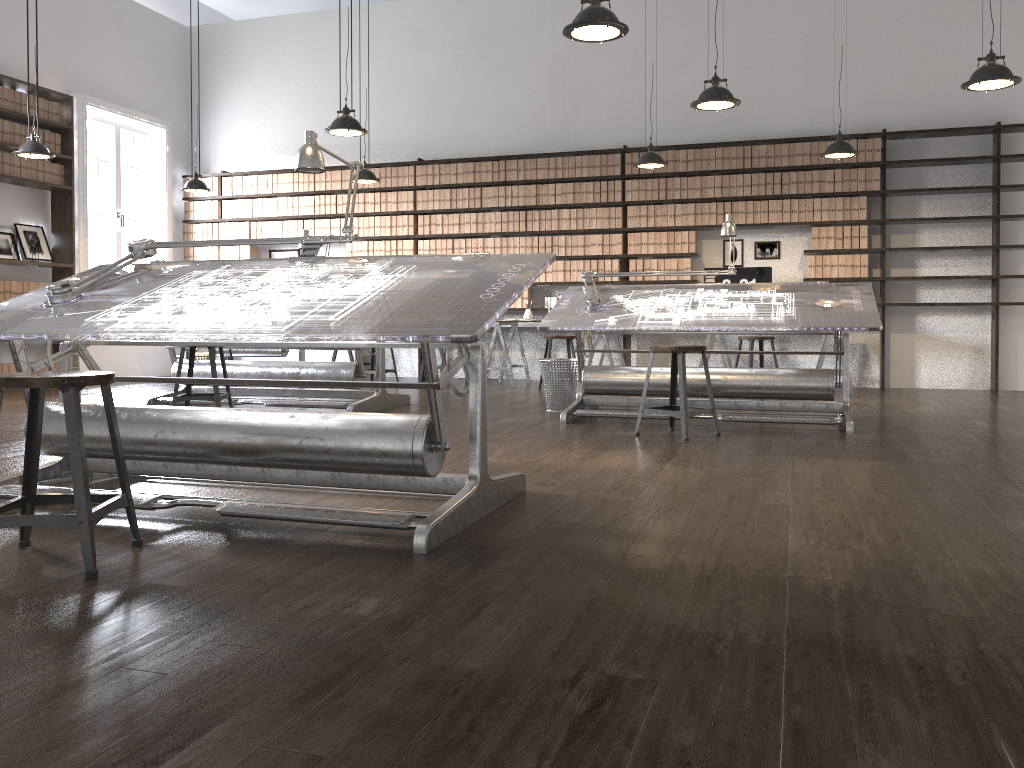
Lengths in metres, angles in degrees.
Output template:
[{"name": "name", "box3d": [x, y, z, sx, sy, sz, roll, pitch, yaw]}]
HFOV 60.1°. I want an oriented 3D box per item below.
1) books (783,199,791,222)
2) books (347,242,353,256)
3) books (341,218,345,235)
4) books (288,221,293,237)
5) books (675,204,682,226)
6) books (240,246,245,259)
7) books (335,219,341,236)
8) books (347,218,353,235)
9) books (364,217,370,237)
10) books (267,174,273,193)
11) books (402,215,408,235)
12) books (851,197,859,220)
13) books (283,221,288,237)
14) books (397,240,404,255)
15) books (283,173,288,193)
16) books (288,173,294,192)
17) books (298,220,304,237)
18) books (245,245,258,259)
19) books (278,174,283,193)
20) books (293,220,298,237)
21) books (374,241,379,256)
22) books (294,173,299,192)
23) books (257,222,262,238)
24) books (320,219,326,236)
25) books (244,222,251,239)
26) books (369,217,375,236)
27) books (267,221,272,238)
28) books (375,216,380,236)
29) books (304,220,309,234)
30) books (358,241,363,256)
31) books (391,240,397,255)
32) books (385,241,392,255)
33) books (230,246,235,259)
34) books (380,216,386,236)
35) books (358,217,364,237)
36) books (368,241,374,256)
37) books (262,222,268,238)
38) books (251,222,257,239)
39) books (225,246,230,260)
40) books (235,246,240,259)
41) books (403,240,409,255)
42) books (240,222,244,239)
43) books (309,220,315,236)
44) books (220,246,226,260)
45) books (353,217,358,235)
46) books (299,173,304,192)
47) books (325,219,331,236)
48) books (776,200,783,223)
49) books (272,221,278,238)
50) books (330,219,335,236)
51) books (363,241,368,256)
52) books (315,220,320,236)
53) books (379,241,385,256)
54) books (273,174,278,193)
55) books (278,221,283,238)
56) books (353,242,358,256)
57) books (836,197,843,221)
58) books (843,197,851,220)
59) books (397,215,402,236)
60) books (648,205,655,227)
[{"name": "books", "box3d": [2.713, -1.696, 8.738, 0.067, 0.225, 0.175, 0, 2, 18]}, {"name": "books", "box3d": [-1.833, -1.519, 10.209, 0.067, 0.225, 0.175, 0, 2, 18]}, {"name": "books", "box3d": [-1.905, -1.790, 10.227, 0.067, 0.225, 0.175, 0, 2, 18]}, {"name": "books", "box3d": [-2.567, -1.804, 10.443, 0.067, 0.225, 0.175, 0, 2, 18]}, {"name": "books", "box3d": [1.717, -1.718, 9.062, 0.067, 0.225, 0.175, 0, 2, 18]}, {"name": "books", "box3d": [-3.194, -1.548, 10.654, 0.067, 0.225, 0.175, 0, 2, 18]}, {"name": "books", "box3d": [-1.973, -1.791, 10.251, 0.067, 0.225, 0.175, 0, 2, 18]}, {"name": "books", "box3d": [-1.831, -1.795, 10.201, 0.067, 0.225, 0.175, 0, 2, 18]}, {"name": "books", "box3d": [-1.627, -1.791, 10.141, 0.067, 0.225, 0.175, 0, 2, 18]}, {"name": "books", "box3d": [-2.825, -2.361, 10.512, 0.067, 0.225, 0.175, 0, 2, 18]}, {"name": "books", "box3d": [-1.170, -1.781, 9.991, 0.067, 0.225, 0.175, 0, 2, 18]}, {"name": "books", "box3d": [3.307, -1.684, 8.553, 0.067, 0.225, 0.175, 0, 2, 18]}, {"name": "books", "box3d": [-2.629, -1.805, 10.458, 0.067, 0.225, 0.175, 0, 2, 18]}, {"name": "books", "box3d": [-1.230, -1.506, 10.020, 0.067, 0.225, 0.175, 0, 2, 18]}, {"name": "books", "box3d": [-2.625, -2.357, 10.450, 0.067, 0.225, 0.175, 0, 2, 18]}, {"name": "books", "box3d": [-2.557, -2.355, 10.424, 0.067, 0.225, 0.175, 0, 2, 18]}, {"name": "books", "box3d": [-2.436, -1.801, 10.398, 0.067, 0.225, 0.175, 0, 2, 18]}, {"name": "books", "box3d": [-3.128, -1.547, 10.630, 0.067, 0.225, 0.175, 0, 2, 18]}, {"name": "books", "box3d": [-2.690, -2.359, 10.475, 0.067, 0.225, 0.175, 0, 2, 18]}, {"name": "books", "box3d": [-2.504, -1.803, 10.426, 0.067, 0.225, 0.175, 0, 2, 18]}, {"name": "books", "box3d": [-1.507, -1.512, 10.109, 0.067, 0.225, 0.175, 0, 2, 18]}, {"name": "books", "box3d": [-2.488, -2.354, 10.402, 0.067, 0.225, 0.175, 0, 2, 18]}, {"name": "books", "box3d": [-2.966, -1.813, 10.569, 0.067, 0.225, 0.175, 0, 2, 18]}, {"name": "books", "box3d": [-2.160, -1.796, 10.314, 0.067, 0.225, 0.175, 0, 2, 18]}, {"name": "books", "box3d": [-3.130, -1.823, 10.620, 0.067, 0.225, 0.175, 0, 2, 18]}, {"name": "books", "box3d": [-1.562, -1.790, 10.116, 0.067, 0.225, 0.175, 0, 2, 18]}, {"name": "books", "box3d": [-2.831, -1.810, 10.531, 0.067, 0.225, 0.175, 0, 2, 18]}, {"name": "books", "box3d": [-1.492, -1.788, 10.096, 0.067, 0.225, 0.175, 0, 2, 18]}, {"name": "books", "box3d": [-2.362, -1.800, 10.380, 0.067, 0.225, 0.175, 0, 2, 18]}, {"name": "books", "box3d": [-1.703, -1.516, 10.171, 0.067, 0.225, 0.175, 0, 2, 18]}, {"name": "books", "box3d": [-1.302, -1.507, 10.038, 0.067, 0.225, 0.175, 0, 2, 18]}, {"name": "books", "box3d": [-1.372, -1.509, 10.066, 0.067, 0.225, 0.175, 0, 2, 18]}, {"name": "books", "box3d": [-3.325, -1.551, 10.693, 0.067, 0.225, 0.175, 0, 2, 18]}, {"name": "books", "box3d": [-1.432, -1.787, 10.078, 0.067, 0.225, 0.175, 0, 2, 18]}, {"name": "books", "box3d": [-1.693, -1.793, 10.165, 0.067, 0.225, 0.175, 0, 2, 18]}, {"name": "books", "box3d": [-1.575, -1.513, 10.131, 0.067, 0.225, 0.175, 0, 2, 18]}, {"name": "books", "box3d": [-2.898, -1.812, 10.551, 0.067, 0.225, 0.175, 0, 2, 18]}, {"name": "books", "box3d": [-3.044, -1.815, 10.596, 0.067, 0.225, 0.175, 0, 2, 18]}, {"name": "books", "box3d": [-3.385, -1.552, 10.711, 0.067, 0.225, 0.175, 0, 2, 18]}, {"name": "books", "box3d": [-3.263, -1.549, 10.668, 0.067, 0.225, 0.175, 0, 2, 18]}, {"name": "books", "box3d": [-1.159, -1.504, 9.995, 0.067, 0.225, 0.175, 0, 2, 18]}, {"name": "books", "box3d": [-3.188, -1.825, 10.643, 0.067, 0.225, 0.175, 0, 2, 18]}, {"name": "books", "box3d": [-2.296, -1.798, 10.354, 0.067, 0.225, 0.175, 0, 2, 18]}, {"name": "books", "box3d": [-3.455, -1.554, 10.731, 0.067, 0.225, 0.175, 0, 2, 18]}, {"name": "books", "box3d": [-1.761, -1.794, 10.182, 0.067, 0.225, 0.175, 0, 2, 18]}, {"name": "books", "box3d": [-2.427, -2.353, 10.387, 0.067, 0.225, 0.175, 0, 2, 18]}, {"name": "books", "box3d": [-2.098, -1.794, 10.288, 0.067, 0.225, 0.175, 0, 2, 18]}, {"name": "books", "box3d": [2.644, -1.698, 8.760, 0.067, 0.225, 0.175, 0, 2, 18]}, {"name": "books", "box3d": [-2.766, -1.809, 10.506, 0.067, 0.225, 0.175, 0, 2, 18]}, {"name": "books", "box3d": [-2.033, -1.793, 10.272, 0.067, 0.225, 0.175, 0, 2, 18]}, {"name": "books", "box3d": [-1.641, -1.514, 10.146, 0.067, 0.225, 0.175, 0, 2, 18]}, {"name": "books", "box3d": [-2.228, -1.797, 10.336, 0.067, 0.225, 0.175, 0, 2, 18]}, {"name": "books", "box3d": [-1.441, -1.510, 10.083, 0.067, 0.225, 0.175, 0, 2, 18]}, {"name": "books", "box3d": [-2.757, -2.360, 10.494, 0.067, 0.225, 0.175, 0, 2, 18]}, {"name": "books", "box3d": [-2.698, -1.807, 10.481, 0.067, 0.225, 0.175, 0, 2, 18]}, {"name": "books", "box3d": [-1.763, -1.517, 10.189, 0.067, 0.225, 0.175, 0, 2, 18]}, {"name": "books", "box3d": [3.174, -1.686, 8.590, 0.067, 0.225, 0.175, 0, 2, 18]}, {"name": "books", "box3d": [3.240, -1.685, 8.575, 0.067, 0.225, 0.175, 0, 2, 18]}, {"name": "books", "box3d": [-1.236, -1.783, 10.016, 0.067, 0.225, 0.175, 0, 2, 18]}, {"name": "books", "box3d": [1.448, -1.724, 9.149, 0.067, 0.225, 0.175, 0, 2, 18]}]
